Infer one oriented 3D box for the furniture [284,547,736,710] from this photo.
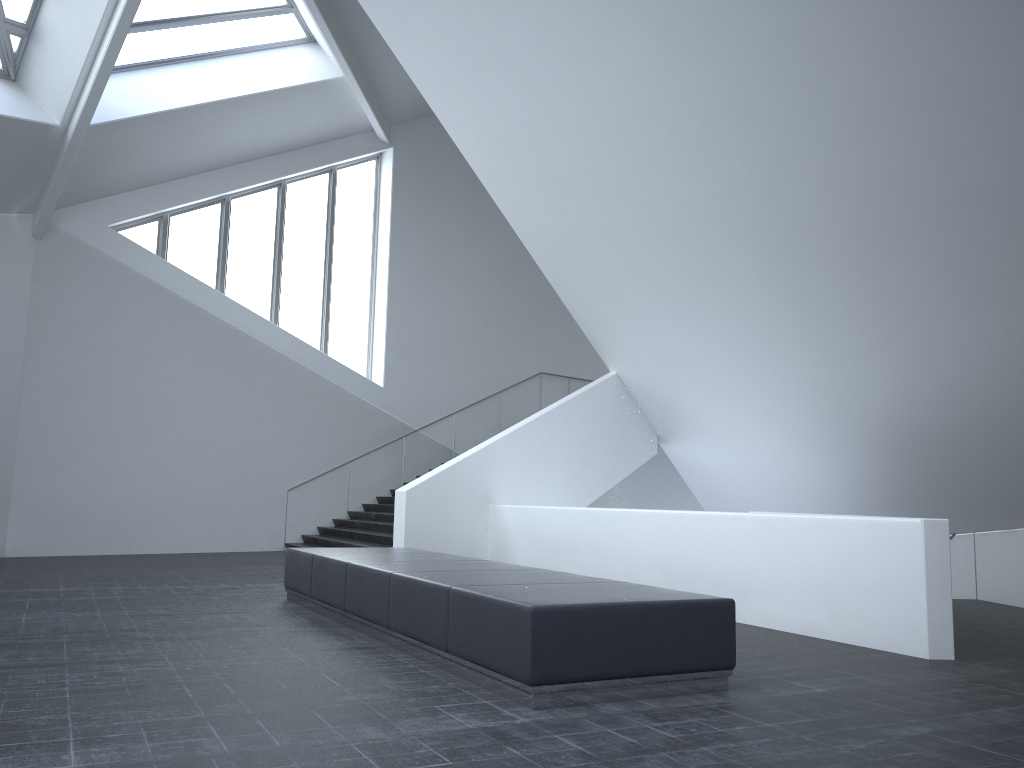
[{"bbox_3d":[-0.571,1.893,7.794,1.488,0.580,5.742,5,-8,-27],"label":"furniture"}]
